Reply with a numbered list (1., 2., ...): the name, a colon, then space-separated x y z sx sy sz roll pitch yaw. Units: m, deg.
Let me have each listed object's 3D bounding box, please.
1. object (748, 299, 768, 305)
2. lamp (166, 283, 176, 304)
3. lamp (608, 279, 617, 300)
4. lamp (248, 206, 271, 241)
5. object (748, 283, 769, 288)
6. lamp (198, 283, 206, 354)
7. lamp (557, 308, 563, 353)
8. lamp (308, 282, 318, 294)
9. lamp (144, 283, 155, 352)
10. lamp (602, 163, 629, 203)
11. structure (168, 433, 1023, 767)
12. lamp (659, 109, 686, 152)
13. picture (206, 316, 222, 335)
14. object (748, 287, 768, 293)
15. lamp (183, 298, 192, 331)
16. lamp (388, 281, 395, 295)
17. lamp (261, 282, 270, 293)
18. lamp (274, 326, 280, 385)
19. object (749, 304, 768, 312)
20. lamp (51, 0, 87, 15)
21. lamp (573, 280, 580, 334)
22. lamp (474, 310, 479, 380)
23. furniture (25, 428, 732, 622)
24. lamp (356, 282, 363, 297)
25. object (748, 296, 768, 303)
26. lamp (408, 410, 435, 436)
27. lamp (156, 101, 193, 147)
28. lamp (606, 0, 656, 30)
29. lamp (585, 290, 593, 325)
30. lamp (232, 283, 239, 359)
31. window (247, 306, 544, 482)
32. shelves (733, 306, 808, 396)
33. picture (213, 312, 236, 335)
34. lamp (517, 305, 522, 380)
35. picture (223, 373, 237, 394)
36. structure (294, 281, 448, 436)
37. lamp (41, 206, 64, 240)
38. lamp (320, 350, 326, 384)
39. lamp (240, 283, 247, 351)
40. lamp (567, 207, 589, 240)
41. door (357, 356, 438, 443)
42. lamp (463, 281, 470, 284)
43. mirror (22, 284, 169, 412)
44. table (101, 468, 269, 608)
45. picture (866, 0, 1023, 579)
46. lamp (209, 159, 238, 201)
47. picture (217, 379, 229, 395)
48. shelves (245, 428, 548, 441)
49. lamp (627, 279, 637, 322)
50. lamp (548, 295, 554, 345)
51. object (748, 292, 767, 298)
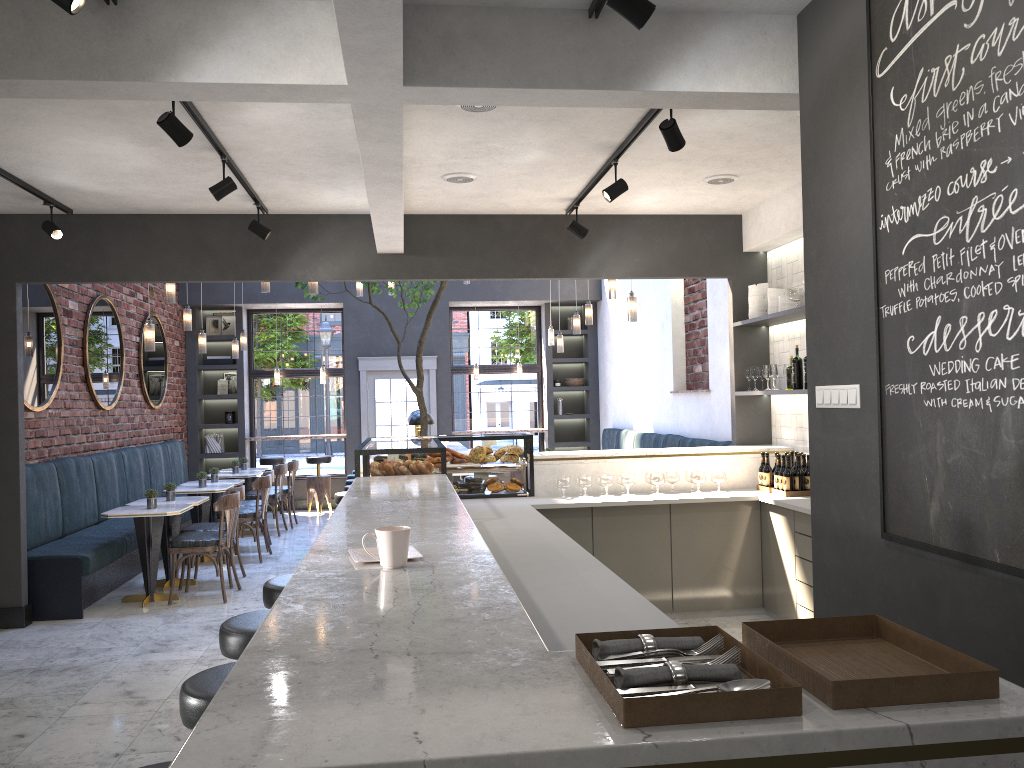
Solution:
1. object: 1.914 -0.618 6.884 0.154 0.075 0.153 -1 -1 -40
2. lamp: -3.063 -2.764 7.849 0.078 4.105 0.078 -1 -1 -22
3. lamp: 0.901 -2.852 8.399 0.078 4.105 0.078 -1 -1 -22
4. lamp: -1.759 -1.119 6.176 0.157 0.238 0.087 -1 -1 -13
5. object: 1.910 -0.745 6.879 0.153 0.070 0.153 -2 -1 40
6. lamp: -3.401 -2.384 9.622 0.078 4.105 0.078 -1 -1 0
7. lamp: 0.562 -2.452 11.254 0.078 4.105 0.078 -1 -1 -22
8. lamp: -1.687 -2.795 7.326 0.078 4.105 0.078 -2 -1 23
9. lamp: -2.968 -2.315 7.165 0.078 4.105 0.078 -1 -1 -22
10. lamp: 0.611 -1.193 5.261 0.157 0.235 0.087 -1 -1 -13
11. structure: 0.861 0.959 4.041 3.205 1.300 5.806 -1 -1 -7
12. lamp: 0.754 -1.217 4.175 0.087 0.235 0.157 -2 -1 32
13. picture: -4.379 -0.850 13.027 0.230 0.313 0.061 -1 -1 -7
14. object: 1.914 -0.713 6.880 0.153 0.067 0.153 -2 -1 39
15. lamp: -3.328 -2.591 8.985 0.078 4.105 0.078 -1 -1 0
16. lamp: -1.627 -3.218 11.615 0.078 4.105 0.078 -1 -1 -22
17. lamp: -2.303 -2.891 8.125 0.078 4.105 0.078 -2 -1 23
18. lamp: -3.453 -0.703 12.990 0.078 1.429 0.078 -2 -1 23
19. object: 1.917 -0.586 6.885 0.153 0.062 0.153 -2 -1 22
20. lamp: -1.321 -1.197 2.577 0.157 0.238 0.087 -1 -1 -13
21. lamp: 0.692 -2.621 10.152 0.078 4.105 0.078 -1 -1 -45
22. lamp: -0.551 -0.768 13.344 0.078 1.429 0.078 -1 -1 -45
23. furniture: -1.218 1.188 9.574 6.021 1.151 5.341 -1 -1 -7
24. lamp: -1.926 -3.131 10.945 0.078 4.105 0.078 -1 -1 -22
25. object: 1.912 -0.647 6.883 0.153 0.060 0.153 -1 -1 -25
26. lamp: -1.242 -0.980 6.079 4.182 3.256 8.837 -1 -1 -24
27. lamp: -1.483 -1.168 3.902 0.087 0.238 0.157 -2 -1 32
28. lamp: 0.373 -1.233 2.783 0.157 0.235 0.087 -1 -1 -13
29. lamp: 0.772 -2.683 9.485 0.078 4.105 0.078 -1 -1 -45
30. lamp: -3.415 -2.361 10.810 0.078 4.105 0.078 -1 -1 -22
31. window: -1.019 -1.415 7.349 6.405 5.364 12.711 -1 -1 -7
32. shelves: 2.140 -0.239 5.317 0.300 0.580 3.601 -1 -1 -7
33. picture: -4.220 -0.878 13.082 0.361 0.369 0.055 -1 -1 -7
34. lamp: 0.101 -0.783 13.424 0.078 1.429 0.078 -2 -1 23
35. picture: -4.133 -0.005 13.091 0.247 0.326 0.044 -1 -1 -7
36. structure: -0.898 -1.251 8.727 3.745 5.988 2.806 -2 -1 36
37. lamp: -3.114 -1.087 6.008 0.157 0.235 0.087 -2 -1 34
38. lamp: -2.801 -0.718 13.070 0.078 1.429 0.078 -1 -1 -45
39. lamp: -3.487 -2.482 11.380 0.078 4.105 0.078 -1 -1 -22
40. lamp: 0.479 -1.168 6.449 0.157 0.235 0.087 -1 -1 -13
41. door: -1.607 0.720 12.668 1.132 2.219 0.152 -1 -1 -7
42. lamp: -0.620 -3.312 11.161 0.078 4.105 0.078 -1 -1 -22
43. mirror: -4.206 -0.484 9.183 0.036 1.510 4.774 -1 -1 -7
44. table: -1.210 1.387 9.528 4.599 0.751 4.831 -1 -1 -7
45. picture: 1.240 -0.393 2.287 0.014 1.753 1.147 -1 -1 -7
46. lamp: -1.626 -1.145 4.989 0.157 0.238 0.087 -1 -1 -13
47. picture: -4.256 0.047 13.050 0.161 0.227 0.049 -1 -1 -7
48. shelves: -1.671 0.751 13.195 4.403 0.043 0.384 -1 -1 -7
49. lamp: 0.992 -2.592 7.703 0.078 4.105 0.078 -1 -1 -22
50. lamp: 0.478 -2.571 11.914 0.078 4.105 0.078 -1 -1 -22
51. object: 1.912 -0.683 6.881 0.154 0.076 0.153 -2 -1 14
